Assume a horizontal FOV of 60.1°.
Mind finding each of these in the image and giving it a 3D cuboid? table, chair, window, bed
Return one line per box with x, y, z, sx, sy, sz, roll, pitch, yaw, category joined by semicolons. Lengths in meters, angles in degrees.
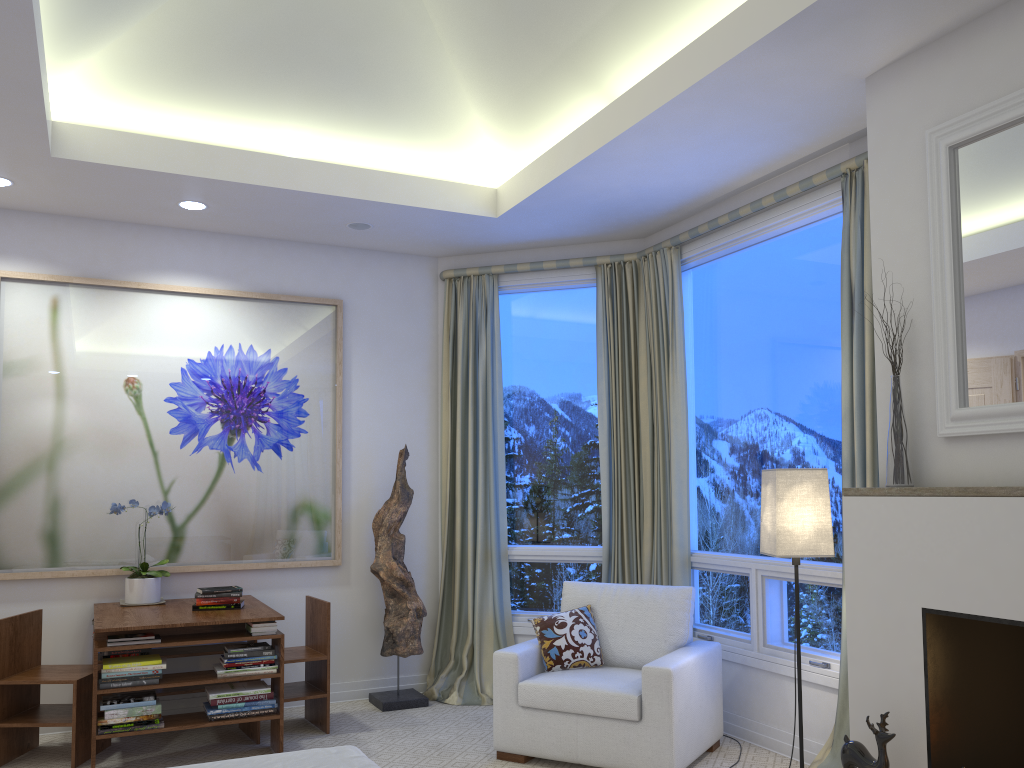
-1.501;1.330;4.032;0.741;0.597;0.904;2;-7;-25;table
-1.090;1.347;4.235;0.340;0.608;0.341;2;-5;-30;chair
1.479;0.045;2.289;0.814;2.017;6.872;2;-7;-25;window
-0.938;0.866;1.105;2.021;0.811;1.977;3;-7;-26;bed
1.196;0.250;3.975;0.206;2.019;1.518;1;-5;-25;window
0.423;1.240;3.844;0.807;0.704;0.690;-4;-6;29;chair
-1.977;1.306;3.841;0.340;0.608;0.341;0;-5;0;chair

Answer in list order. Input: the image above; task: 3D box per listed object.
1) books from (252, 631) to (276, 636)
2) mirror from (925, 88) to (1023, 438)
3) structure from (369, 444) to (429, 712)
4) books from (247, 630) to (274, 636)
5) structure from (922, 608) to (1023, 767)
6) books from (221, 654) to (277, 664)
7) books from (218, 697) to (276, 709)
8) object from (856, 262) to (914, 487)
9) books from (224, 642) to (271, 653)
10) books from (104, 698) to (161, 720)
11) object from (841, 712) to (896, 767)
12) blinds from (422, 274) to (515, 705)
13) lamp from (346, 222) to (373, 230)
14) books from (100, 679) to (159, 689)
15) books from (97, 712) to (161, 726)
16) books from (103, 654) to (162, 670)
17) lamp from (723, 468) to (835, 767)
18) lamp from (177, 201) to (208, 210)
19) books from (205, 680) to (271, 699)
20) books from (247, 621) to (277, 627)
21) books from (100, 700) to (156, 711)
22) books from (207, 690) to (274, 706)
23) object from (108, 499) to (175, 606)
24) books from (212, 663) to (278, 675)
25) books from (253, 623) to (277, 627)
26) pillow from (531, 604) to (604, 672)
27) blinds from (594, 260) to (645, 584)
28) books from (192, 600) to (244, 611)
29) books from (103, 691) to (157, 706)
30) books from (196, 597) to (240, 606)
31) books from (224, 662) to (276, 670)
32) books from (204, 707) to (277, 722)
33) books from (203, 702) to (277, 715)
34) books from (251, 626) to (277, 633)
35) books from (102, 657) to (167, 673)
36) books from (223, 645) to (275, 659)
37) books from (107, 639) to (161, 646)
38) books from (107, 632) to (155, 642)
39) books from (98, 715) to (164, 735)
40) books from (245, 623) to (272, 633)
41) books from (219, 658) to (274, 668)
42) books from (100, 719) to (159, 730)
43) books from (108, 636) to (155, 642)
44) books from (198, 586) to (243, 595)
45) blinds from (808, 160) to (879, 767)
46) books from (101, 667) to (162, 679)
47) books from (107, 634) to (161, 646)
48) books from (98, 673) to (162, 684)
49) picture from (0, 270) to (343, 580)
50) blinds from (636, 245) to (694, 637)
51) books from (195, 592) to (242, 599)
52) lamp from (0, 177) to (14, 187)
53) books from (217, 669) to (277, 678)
-1.088;1.073;3.844;0.101;0.012;0.140;3;-8;-25;books
1.456;-0.354;2.304;0.039;0.936;0.843;1;-5;-25;mirror
-0.616;1.017;4.772;0.305;1.388;0.264;1;-4;-25;structure
-1.088;1.073;3.843;0.103;0.013;0.143;3;-8;-25;books
1.607;0.922;2.288;0.476;0.612;0.878;2;-6;-25;structure
-1.139;1.181;3.831;0.218;0.016;0.137;3;-8;-25;books
-1.145;1.361;3.809;0.234;0.018;0.170;2;-7;-20;books
1.166;-0.029;2.725;0.189;0.690;0.194;-1;-4;3;object
-1.144;1.139;3.831;0.177;0.017;0.113;3;-8;-25;books
-1.541;1.317;3.596;0.208;0.035;0.145;3;-7;-25;books
1.045;1.114;2.593;0.097;0.306;0.180;3;-6;-38;object
-0.272;0.537;4.911;0.642;2.365;0.295;-2;-4;16;blinds
-0.787;-0.808;4.571;0.137;0.014;0.137;-5;-8;36;lamp
-1.563;1.209;3.613;0.217;0.020;0.157;3;-8;-25;books
-1.552;1.344;3.590;0.233;0.022;0.142;3;-8;-25;books
-1.557;1.137;3.628;0.217;0.019;0.157;3;-8;-25;books
0.899;0.992;3.881;0.276;1.201;1.536;0;-6;-13;lamp
-1.523;-0.845;4.222;0.137;0.014;0.137;-5;-8;36;lamp
-1.179;1.313;3.804;0.249;0.022;0.180;3;-8;-25;books
-1.086;1.038;3.847;0.103;0.013;0.143;3;-8;-25;books
-1.558;1.292;3.594;0.205;0.018;0.119;3;-8;-25;books
-1.170;1.338;3.808;0.257;0.033;0.156;3;-7;-25;books
-1.799;0.810;4.284;0.305;0.502;0.216;2;-5;-25;object
-1.155;1.220;3.828;0.249;0.015;0.180;3;-8;-25;books
-1.086;1.038;3.847;0.100;0.012;0.140;3;-8;-25;books
0.247;1.123;3.926;0.285;0.271;0.188;1;-5;-16;pillow
0.578;0.503;4.653;0.524;2.362;0.270;-2;-4;18;blinds
-1.355;1.023;4.095;0.212;0.027;0.155;1;-7;-10;books
-1.553;1.275;3.595;0.198;0.017;0.114;3;-8;-25;books
-1.357;0.995;4.087;0.190;0.031;0.132;2;-7;-20;books
-1.139;1.208;3.823;0.205;0.011;0.149;3;-8;-25;books
-1.170;1.400;3.812;0.276;0.032;0.193;3;-8;-25;books
-1.168;1.376;3.800;0.284;0.018;0.182;3;-8;-25;books
-1.091;1.056;3.849;0.108;0.020;0.151;3;-8;-25;books
-1.548;1.156;3.640;0.239;0.019;0.173;2;-7;-20;books
-1.139;1.161;3.833;0.205;0.026;0.125;2;-7;-20;books
-1.550;1.050;3.632;0.201;0.014;0.136;3;-8;-25;books
-1.564;1.038;3.633;0.177;0.009;0.113;3;-8;-25;books
-1.550;1.384;3.600;0.243;0.019;0.169;3;-8;-25;books
-1.091;1.056;3.849;0.111;0.022;0.154;3;-8;-25;books
-1.146;1.195;3.822;0.209;0.015;0.146;3;-8;-25;books
-1.554;1.365;3.595;0.217;0.021;0.157;3;-8;-25;books
-1.563;1.038;3.633;0.174;0.008;0.112;3;-8;-25;books
-1.351;0.952;4.091;0.180;0.018;0.126;4;-8;-30;books
1.293;0.331;3.261;0.228;2.359;0.663;1;-4;-21;blinds
-1.558;1.172;3.623;0.222;0.020;0.155;3;-8;-25;books
-1.550;1.050;3.632;0.201;0.015;0.140;3;-8;-25;books
-1.558;1.191;3.615;0.234;0.019;0.144;3;-8;-25;books
-1.697;0.224;4.514;1.681;1.455;0.030;2;-5;-25;picture
0.700;0.486;4.504;0.267;2.359;0.526;2;-5;-32;blinds
-1.352;0.971;4.091;0.205;0.020;0.125;1;-7;-15;books
-2.257;-0.881;3.874;0.137;0.014;0.137;-5;-8;36;lamp
-1.149;1.234;3.825;0.239;0.017;0.173;2;-7;-20;books
